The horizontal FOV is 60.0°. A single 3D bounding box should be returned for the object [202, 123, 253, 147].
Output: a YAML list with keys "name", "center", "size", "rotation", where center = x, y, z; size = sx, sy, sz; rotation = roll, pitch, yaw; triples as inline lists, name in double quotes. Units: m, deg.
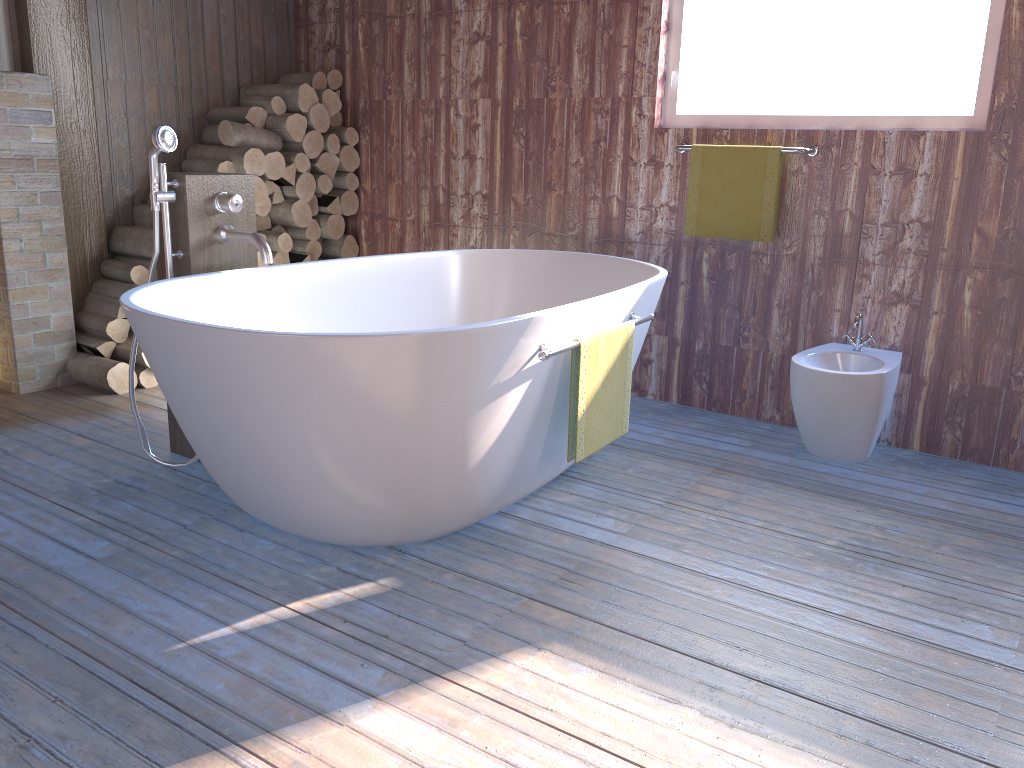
- name: "object"
  center: [-1.407, -1.229, 4.406]
  size: [0.291, 0.130, 0.113]
  rotation: [12, 18, 34]

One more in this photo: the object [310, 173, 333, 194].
- name: "object"
  center: [-1.138, -1.069, 4.681]
  size: [0.438, 0.109, 0.102]
  rotation: [12, 18, 34]

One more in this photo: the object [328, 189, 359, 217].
- name: "object"
  center: [-1.046, -0.955, 4.874]
  size: [0.439, 0.256, 0.137]
  rotation: [12, 18, 34]

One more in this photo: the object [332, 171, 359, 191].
- name: "object"
  center: [-1.027, -1.116, 4.835]
  size: [0.438, 0.109, 0.102]
  rotation: [12, 18, 34]

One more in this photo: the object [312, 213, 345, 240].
- name: "object"
  center: [-1.112, -0.864, 4.799]
  size: [0.437, 0.133, 0.137]
  rotation: [11, 17, 32]

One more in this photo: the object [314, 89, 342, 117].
- name: "object"
  center: [-1.102, -1.471, 4.652]
  size: [0.456, 0.142, 0.133]
  rotation: [12, 18, 34]

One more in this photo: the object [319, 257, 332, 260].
- name: "object"
  center: [-1.088, -0.680, 4.977]
  size: [0.301, 0.113, 0.114]
  rotation: [11, 17, 31]

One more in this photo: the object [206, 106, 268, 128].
- name: "object"
  center: [-1.375, -1.322, 4.428]
  size: [0.319, 0.121, 0.140]
  rotation: [12, 18, 35]

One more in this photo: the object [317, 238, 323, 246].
- name: "object"
  center: [-1.197, -0.765, 4.870]
  size: [0.319, 0.106, 0.118]
  rotation: [11, 17, 31]

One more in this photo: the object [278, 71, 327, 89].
- name: "object"
  center: [-1.100, -1.572, 4.651]
  size: [0.270, 0.121, 0.104]
  rotation: [12, 18, 34]

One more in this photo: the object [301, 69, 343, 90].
- name: "object"
  center: [-1.039, -1.616, 4.731]
  size: [0.271, 0.113, 0.112]
  rotation: [12, 18, 33]

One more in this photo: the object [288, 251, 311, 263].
- name: "object"
  center: [-1.232, -0.654, 4.666]
  size: [0.423, 0.112, 0.115]
  rotation: [12, 18, 34]

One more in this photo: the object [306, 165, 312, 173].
- name: "object"
  center: [-1.163, -1.108, 4.594]
  size: [0.278, 0.090, 0.095]
  rotation: [12, 18, 35]

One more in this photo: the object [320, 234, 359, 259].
- name: "object"
  center: [-1.066, -0.775, 4.919]
  size: [0.455, 0.137, 0.139]
  rotation: [11, 17, 32]

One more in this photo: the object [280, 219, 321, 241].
- name: "object"
  center: [-1.158, -0.825, 4.684]
  size: [0.301, 0.113, 0.114]
  rotation: [11, 17, 31]

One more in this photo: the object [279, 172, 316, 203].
- name: "object"
  center: [-1.213, -1.023, 4.585]
  size: [0.439, 0.157, 0.136]
  rotation: [12, 18, 34]

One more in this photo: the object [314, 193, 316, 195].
- name: "object"
  center: [-1.123, -0.989, 4.706]
  size: [0.177, 0.069, 0.065]
  rotation: [11, 18, 33]

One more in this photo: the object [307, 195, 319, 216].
- name: "object"
  center: [-1.163, -0.950, 4.657]
  size: [0.302, 0.118, 0.111]
  rotation: [11, 18, 33]

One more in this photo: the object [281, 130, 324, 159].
- name: "object"
  center: [-1.176, -1.234, 4.578]
  size: [0.440, 0.151, 0.143]
  rotation: [12, 18, 34]

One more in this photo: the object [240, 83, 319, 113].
- name: "object"
  center: [-1.191, -1.455, 4.520]
  size: [0.456, 0.139, 0.135]
  rotation: [12, 18, 34]

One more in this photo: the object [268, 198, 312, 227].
- name: "object"
  center: [-1.241, -0.895, 4.582]
  size: [0.437, 0.143, 0.141]
  rotation: [11, 17, 32]

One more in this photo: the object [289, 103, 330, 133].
- name: "object"
  center: [-1.149, -1.374, 4.575]
  size: [0.437, 0.143, 0.141]
  rotation: [11, 17, 32]

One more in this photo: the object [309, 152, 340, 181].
- name: "object"
  center: [-1.140, -1.159, 4.705]
  size: [0.482, 0.151, 0.172]
  rotation: [12, 18, 34]

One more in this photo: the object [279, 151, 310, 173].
- name: "object"
  center: [-1.219, -1.143, 4.532]
  size: [0.438, 0.109, 0.102]
  rotation: [12, 18, 34]

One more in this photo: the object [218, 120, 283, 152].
- name: "object"
  center: [-1.261, -1.186, 4.278]
  size: [0.121, 0.157, 0.302]
  rotation: [12, 18, 34]

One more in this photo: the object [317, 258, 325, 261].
- name: "object"
  center: [-1.153, -0.627, 4.809]
  size: [0.440, 0.147, 0.138]
  rotation: [12, 18, 34]

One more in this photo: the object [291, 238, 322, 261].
- name: "object"
  center: [-1.156, -0.720, 4.710]
  size: [0.289, 0.117, 0.116]
  rotation: [11, 17, 31]

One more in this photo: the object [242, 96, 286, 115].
- name: "object"
  center: [-1.236, -1.388, 4.420]
  size: [0.227, 0.097, 0.094]
  rotation: [12, 18, 34]

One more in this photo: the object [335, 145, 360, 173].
- name: "object"
  center: [-1.031, -1.230, 4.800]
  size: [0.439, 0.152, 0.147]
  rotation: [12, 18, 34]

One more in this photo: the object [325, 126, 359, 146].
- name: "object"
  center: [-1.018, -1.341, 4.779]
  size: [0.438, 0.109, 0.102]
  rotation: [12, 18, 34]

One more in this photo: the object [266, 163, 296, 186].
- name: "object"
  center: [-1.273, -1.057, 4.479]
  size: [0.424, 0.124, 0.109]
  rotation: [11, 18, 33]

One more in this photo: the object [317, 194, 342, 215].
- name: "object"
  center: [-1.102, -0.976, 4.766]
  size: [0.423, 0.112, 0.115]
  rotation: [12, 18, 34]

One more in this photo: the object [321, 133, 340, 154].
- name: "object"
  center: [-1.094, -1.273, 4.684]
  size: [0.437, 0.106, 0.089]
  rotation: [12, 18, 34]

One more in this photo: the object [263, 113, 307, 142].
- name: "object"
  center: [-1.244, -1.305, 4.486]
  size: [0.458, 0.148, 0.139]
  rotation: [12, 18, 34]

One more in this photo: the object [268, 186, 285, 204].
- name: "object"
  center: [-1.278, -0.972, 4.510]
  size: [0.280, 0.096, 0.085]
  rotation: [12, 18, 34]
